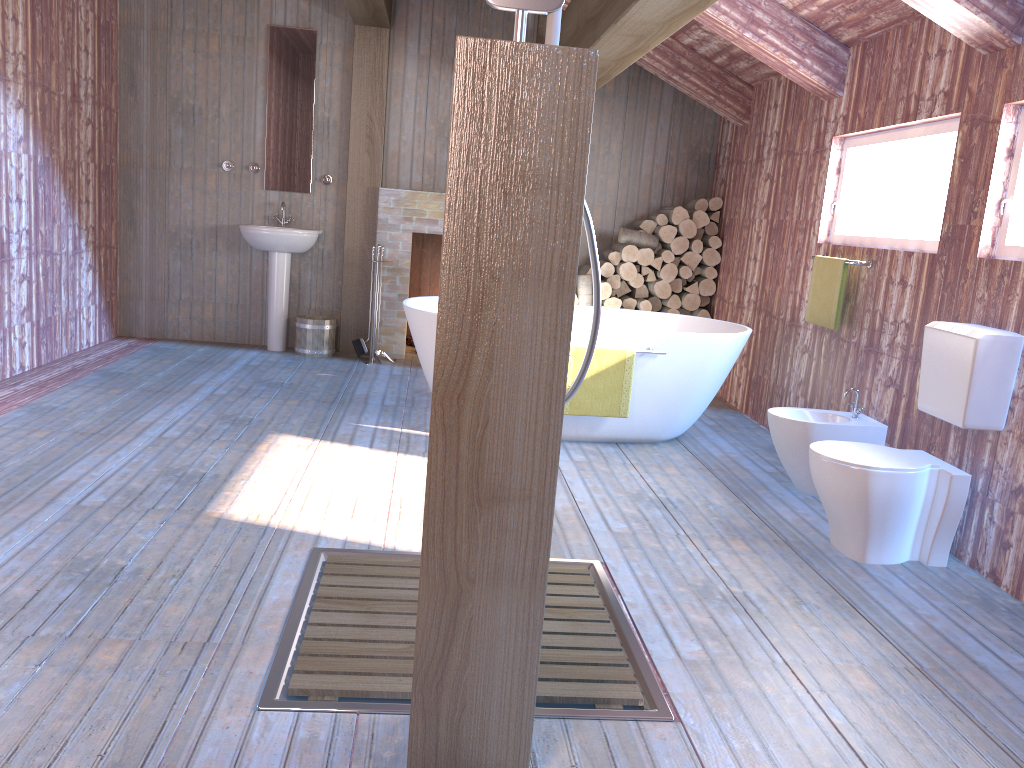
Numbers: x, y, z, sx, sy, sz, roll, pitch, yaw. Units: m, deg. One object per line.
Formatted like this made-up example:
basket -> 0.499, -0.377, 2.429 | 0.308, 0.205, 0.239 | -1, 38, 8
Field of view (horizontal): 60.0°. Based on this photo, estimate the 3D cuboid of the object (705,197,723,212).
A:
object -> 1.544, -1.395, 6.899 | 0.112, 0.113, 0.271 | 4, 11, -5

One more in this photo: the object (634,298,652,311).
object -> 0.994, -0.633, 6.962 | 0.098, 0.100, 0.437 | 3, 11, -7

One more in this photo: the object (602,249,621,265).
object -> 0.775, -0.986, 6.883 | 0.106, 0.112, 0.282 | 4, 11, -5

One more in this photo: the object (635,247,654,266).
object -> 0.988, -1.004, 6.893 | 0.138, 0.147, 0.440 | 4, 11, -5

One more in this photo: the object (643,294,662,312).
object -> 1.098, -0.654, 7.069 | 0.116, 0.118, 0.289 | 3, 11, -8

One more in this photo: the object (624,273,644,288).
object -> 0.944, -0.821, 6.917 | 0.115, 0.123, 0.291 | 4, 11, -5

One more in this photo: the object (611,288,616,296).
object -> 0.763, -0.730, 6.934 | 0.064, 0.068, 0.174 | 4, 11, -6

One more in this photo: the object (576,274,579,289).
object -> 0.544, -0.803, 7.002 | 0.108, 0.113, 0.302 | 4, 11, -5

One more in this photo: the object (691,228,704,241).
object -> 1.407, -1.182, 6.995 | 0.132, 0.119, 0.319 | 4, 11, -4

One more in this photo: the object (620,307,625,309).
object -> 0.826, -0.566, 6.958 | 0.098, 0.100, 0.437 | 3, 11, -7

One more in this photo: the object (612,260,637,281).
object -> 0.852, -0.891, 6.898 | 0.141, 0.143, 0.437 | 3, 11, -7

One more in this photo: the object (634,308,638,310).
object -> 0.917, -0.559, 6.973 | 0.086, 0.089, 0.279 | 3, 11, -8

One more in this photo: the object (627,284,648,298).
object -> 0.999, -0.746, 7.042 | 0.104, 0.127, 0.321 | 4, 11, -5

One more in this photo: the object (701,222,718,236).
object -> 1.524, -1.217, 6.933 | 0.107, 0.115, 0.269 | 4, 11, -4

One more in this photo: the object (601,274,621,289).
object -> 0.764, -0.810, 6.918 | 0.111, 0.113, 0.301 | 4, 11, -6

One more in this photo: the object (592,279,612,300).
object -> 0.671, -0.750, 6.912 | 0.138, 0.147, 0.440 | 4, 11, -5

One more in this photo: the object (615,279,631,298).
object -> 0.852, -0.770, 7.023 | 0.128, 0.150, 0.323 | 4, 11, -5

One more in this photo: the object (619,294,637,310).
object -> 0.891, -0.637, 6.957 | 0.114, 0.120, 0.303 | 4, 11, -5

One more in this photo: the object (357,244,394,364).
object -> -1.055, -0.616, 6.726 | 0.276, 0.888, 0.333 | 13, 13, 36

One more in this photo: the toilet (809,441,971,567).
toilet -> 1.397, 0.465, 3.442 | 0.534, 0.400, 0.375 | 4, 11, -5

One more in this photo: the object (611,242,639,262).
object -> 0.875, -1.025, 6.879 | 0.135, 0.145, 0.439 | 4, 11, -5

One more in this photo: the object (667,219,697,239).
object -> 1.298, -1.210, 6.878 | 0.141, 0.143, 0.437 | 3, 11, -7

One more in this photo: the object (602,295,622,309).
object -> 0.748, -0.641, 6.956 | 0.139, 0.148, 0.458 | 4, 11, -5

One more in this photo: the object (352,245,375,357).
object -> -1.120, -0.621, 6.666 | 0.136, 0.846, 0.062 | 0, 12, -24

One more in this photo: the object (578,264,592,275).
object -> 0.604, -0.870, 6.925 | 0.114, 0.113, 0.301 | 3, 11, -8

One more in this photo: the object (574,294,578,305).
object -> 0.409, -0.688, 6.912 | 0.139, 0.137, 0.455 | 3, 11, -7

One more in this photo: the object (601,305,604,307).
object -> 0.618, -0.558, 6.970 | 0.155, 0.174, 0.483 | 3, 11, -7

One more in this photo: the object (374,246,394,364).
object -> -0.975, -0.596, 6.671 | 0.206, 0.871, 0.126 | 13, 13, 36

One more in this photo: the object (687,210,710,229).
object -> 1.410, -1.281, 6.894 | 0.133, 0.142, 0.456 | 4, 11, -5

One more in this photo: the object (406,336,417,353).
object -> -0.517, -0.337, 7.734 | 0.829, 0.085, 0.935 | 0, 12, -23

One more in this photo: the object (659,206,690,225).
object -> 1.253, -1.306, 6.873 | 0.135, 0.139, 0.456 | 4, 11, -5

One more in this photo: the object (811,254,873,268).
object -> 1.697, -0.644, 4.617 | 0.091, 0.043, 0.581 | 4, 11, -5

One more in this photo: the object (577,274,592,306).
object -> 0.551, -0.685, 6.740 | 0.147, 0.298, 0.109 | 4, 11, -3

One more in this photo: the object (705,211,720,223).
object -> 1.539, -1.314, 6.931 | 0.081, 0.100, 0.281 | 4, 11, -6

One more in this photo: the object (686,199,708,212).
object -> 1.436, -1.379, 6.892 | 0.104, 0.121, 0.270 | 4, 11, -5

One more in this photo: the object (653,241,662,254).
object -> 1.088, -1.092, 6.981 | 0.121, 0.124, 0.291 | 4, 11, -5

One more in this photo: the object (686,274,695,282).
object -> 1.372, -0.840, 6.944 | 0.067, 0.069, 0.177 | 4, 11, -5

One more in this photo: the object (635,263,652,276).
object -> 1.022, -0.892, 6.913 | 0.088, 0.092, 0.280 | 4, 11, -5

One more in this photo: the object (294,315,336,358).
object -> -1.510, -0.368, 6.814 | 0.309, 0.290, 0.308 | 6, 11, 4

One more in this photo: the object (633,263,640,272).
object -> 0.949, -0.903, 6.890 | 0.057, 0.061, 0.156 | 4, 11, -6

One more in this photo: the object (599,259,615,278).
object -> 0.715, -0.898, 6.880 | 0.115, 0.123, 0.291 | 4, 11, -5
